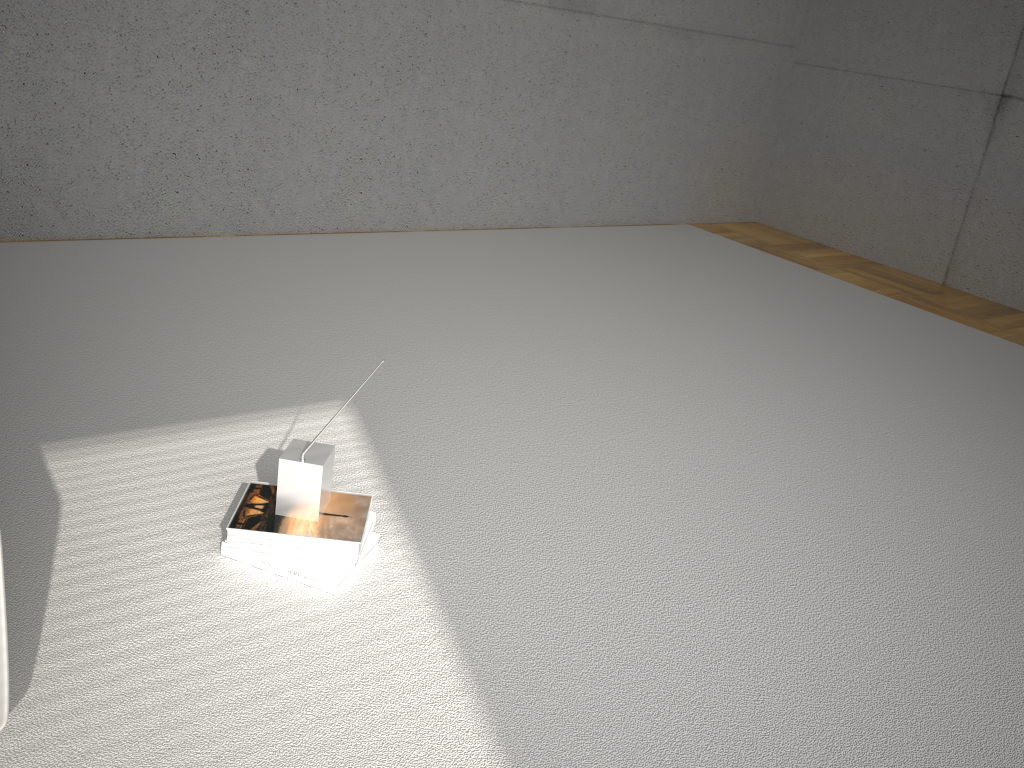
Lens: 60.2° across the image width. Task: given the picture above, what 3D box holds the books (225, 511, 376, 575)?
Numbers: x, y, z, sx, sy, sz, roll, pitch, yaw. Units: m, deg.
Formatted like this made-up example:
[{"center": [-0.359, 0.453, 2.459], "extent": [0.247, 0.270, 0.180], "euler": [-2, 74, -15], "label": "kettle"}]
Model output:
[{"center": [-0.434, 0.308, 1.844], "extent": [0.264, 0.031, 0.194], "euler": [9, 22, 1], "label": "books"}]

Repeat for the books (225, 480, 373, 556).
[{"center": [-0.435, 0.276, 1.838], "extent": [0.264, 0.031, 0.194], "euler": [7, 22, -4], "label": "books"}]

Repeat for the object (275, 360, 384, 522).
[{"center": [-0.362, 0.098, 1.785], "extent": [0.185, 0.357, 0.092], "euler": [10, 19, 2], "label": "object"}]

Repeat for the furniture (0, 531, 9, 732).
[{"center": [-1.919, 0.014, 1.465], "extent": [1.619, 0.510, 2.215], "euler": [-8, 28, -35], "label": "furniture"}]

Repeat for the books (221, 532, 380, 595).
[{"center": [-0.439, 0.337, 1.854], "extent": [0.266, 0.031, 0.193], "euler": [15, 23, 14], "label": "books"}]
